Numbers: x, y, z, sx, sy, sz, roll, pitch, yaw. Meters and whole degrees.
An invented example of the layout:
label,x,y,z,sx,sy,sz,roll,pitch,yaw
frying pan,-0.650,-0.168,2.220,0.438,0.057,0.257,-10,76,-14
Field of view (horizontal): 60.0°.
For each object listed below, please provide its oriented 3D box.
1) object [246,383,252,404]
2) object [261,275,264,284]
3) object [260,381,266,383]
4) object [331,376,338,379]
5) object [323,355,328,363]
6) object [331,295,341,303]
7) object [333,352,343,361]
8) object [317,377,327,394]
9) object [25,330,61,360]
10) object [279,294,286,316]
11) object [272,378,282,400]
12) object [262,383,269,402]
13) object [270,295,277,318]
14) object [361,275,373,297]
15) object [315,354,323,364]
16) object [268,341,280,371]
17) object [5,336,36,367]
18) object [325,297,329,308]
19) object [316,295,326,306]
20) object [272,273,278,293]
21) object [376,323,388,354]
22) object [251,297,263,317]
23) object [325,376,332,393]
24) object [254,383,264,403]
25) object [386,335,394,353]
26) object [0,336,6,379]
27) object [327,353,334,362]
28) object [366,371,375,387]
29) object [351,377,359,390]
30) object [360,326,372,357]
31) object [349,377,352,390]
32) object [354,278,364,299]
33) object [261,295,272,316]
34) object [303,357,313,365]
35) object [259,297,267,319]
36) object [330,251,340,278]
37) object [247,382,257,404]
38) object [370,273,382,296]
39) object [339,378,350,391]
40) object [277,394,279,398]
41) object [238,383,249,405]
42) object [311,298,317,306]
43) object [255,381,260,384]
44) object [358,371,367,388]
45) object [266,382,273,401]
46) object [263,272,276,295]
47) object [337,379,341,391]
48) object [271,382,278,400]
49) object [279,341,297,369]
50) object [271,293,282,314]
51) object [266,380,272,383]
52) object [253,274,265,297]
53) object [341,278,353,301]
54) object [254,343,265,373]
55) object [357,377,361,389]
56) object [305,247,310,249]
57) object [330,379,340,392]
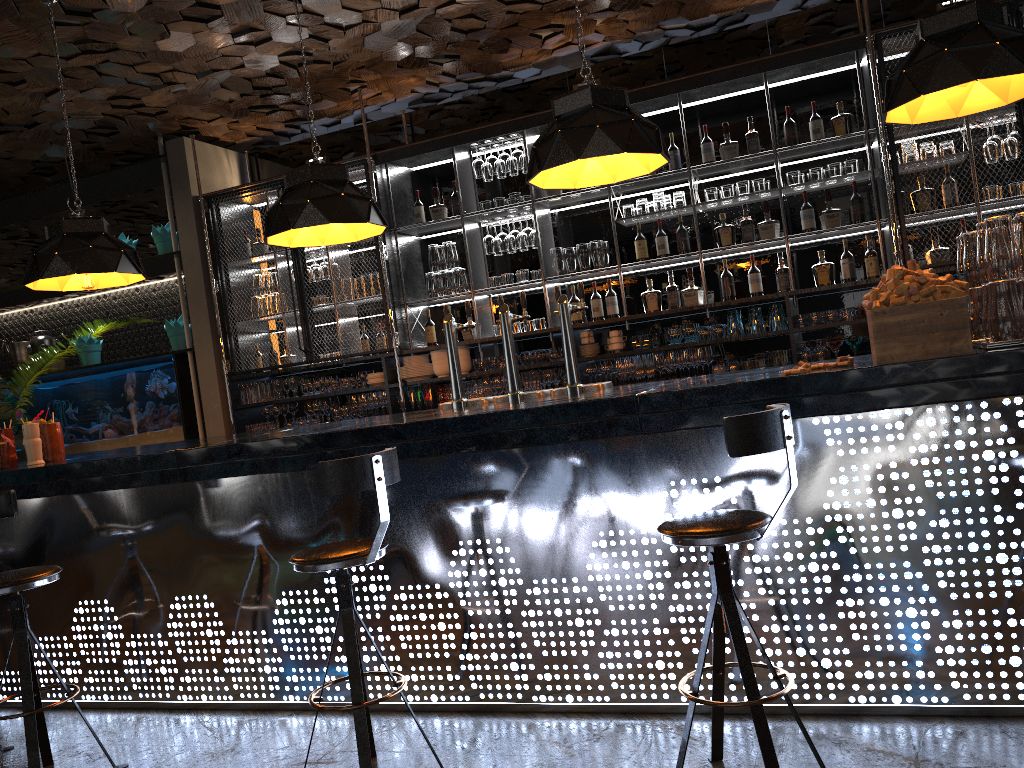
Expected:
label,x,y,z,sx,sy,sz,roll,pitch,yaw
object,-2.185,0.077,7.376,0.067,0.174,0.067,-8,1,-29
object,-2.096,-0.832,7.527,0.092,0.182,0.092,-8,1,16
object,-2.087,0.063,7.449,0.067,0.174,0.067,-8,1,-19
object,-1.439,0.001,7.185,0.074,0.131,0.074,-7,1,33
object,-1.551,-0.200,7.370,0.077,0.080,0.077,-8,1,-30
object,-1.440,-0.683,7.272,0.077,0.080,0.077,-8,1,16
object,-1.405,-0.218,7.176,0.077,0.080,0.077,-8,1,9
object,-1.502,0.012,7.023,0.074,0.131,0.074,-7,1,33
object,-4.388,-0.354,8.301,0.290,0.292,0.278,-8,1,-32
object,-1.938,-0.669,7.467,0.092,0.182,0.092,-8,1,16
object,-1.889,0.043,7.163,0.087,0.170,0.087,-8,1,-19
object,-2.040,0.070,7.297,0.058,0.152,0.051,-7,1,25
object,-2.024,-0.658,7.509,0.092,0.182,0.092,-8,1,16
object,-1.148,-0.772,7.051,0.092,0.182,0.092,-8,1,16
object,-1.573,-0.195,7.207,0.077,0.080,0.077,-8,1,6
object,-1.996,-0.232,7.409,0.075,0.260,0.075,-8,1,-36
object,-4.676,-0.238,8.513,0.232,0.398,0.378,-8,1,-39
object,-1.540,-0.670,7.302,0.077,0.080,0.077,-8,1,-15
object,-1.533,-0.669,7.138,0.077,0.080,0.077,-8,1,16
object,-2.005,-0.844,7.481,0.092,0.182,0.092,-8,1,16
object,-1.046,-0.358,7.101,0.075,0.260,0.075,-8,1,-21
object,-2.147,-0.640,7.454,0.092,0.182,0.092,-8,1,16
object,-1.469,0.006,7.104,0.074,0.131,0.074,-7,1,33
object,-2.064,0.074,7.243,0.051,0.152,0.058,-7,1,26
object,-0.957,-0.369,7.045,0.075,0.260,0.075,-8,1,-21
object,-5.126,-0.213,8.680,0.250,0.472,0.458,-8,1,-43
object,-1.472,-0.210,7.260,0.077,0.080,0.077,-8,1,-14
object,-1.139,-0.039,7.167,0.074,0.131,0.074,-7,1,33
object,-1.275,-0.004,7.128,0.078,0.099,0.078,-8,1,-12
object,-1.181,-0.339,7.129,0.075,0.261,0.075,-8,1,-21
object,-1.308,0.002,7.041,0.078,0.099,0.078,-8,1,-12
object,-1.225,-0.763,7.162,0.092,0.182,0.092,-8,1,16
object,-2.051,-0.653,7.418,0.092,0.182,0.092,-8,1,16
object,-1.666,-0.183,7.255,0.077,0.080,0.077,-8,1,-30
object,-2.121,-0.645,7.553,0.092,0.182,0.092,-8,1,16
object,-1.455,-0.977,7.253,0.081,0.213,0.081,-7,1,26
object,-2.136,0.072,7.290,0.067,0.174,0.067,-8,1,-30
object,-1.067,-0.782,6.998,0.092,0.182,0.092,-8,1,16
object,-1.310,0.003,6.945,0.078,0.099,0.078,-8,1,-12
object,-1.985,0.060,7.467,0.051,0.152,0.058,-7,1,45
object,-2.214,0.082,7.307,0.067,0.174,0.067,-7,1,29
object,-1.630,-0.657,7.232,0.077,0.080,0.077,-8,1,-1
object,-2.116,0.068,7.364,0.067,0.174,0.067,-8,1,-44
object,-1.173,-0.033,6.991,0.074,0.131,0.074,-7,1,33
object,-2.015,0.066,7.353,0.058,0.152,0.051,-8,1,-18
object,-2.029,-0.840,7.405,0.092,0.182,0.092,-8,1,16
object,-1.392,0.011,7.073,0.078,0.103,0.078,-8,1,-27
object,-1.992,0.062,7.407,0.058,0.152,0.051,-8,1,-43
object,-1.864,-0.240,7.370,0.108,0.244,0.108,-7,1,34
object,-1.961,-0.665,7.372,0.092,0.182,0.092,-8,1,16
object,-2.057,0.058,7.531,0.067,0.174,0.067,-8,1,-30
object,-2.126,-0.827,7.433,0.092,0.182,0.092,-8,1,16
object,-1.311,-0.750,7.087,0.092,0.182,0.092,-8,1,16
object,-2.141,-0.212,7.493,0.075,0.261,0.075,-8,1,-21
object,-1.243,-0.009,7.205,0.078,0.099,0.078,-8,1,-12
object,-1.684,-1.151,7.236,0.077,0.080,0.077,-8,1,-34
object,-1.399,0.013,6.987,0.078,0.103,0.078,-8,1,-27
